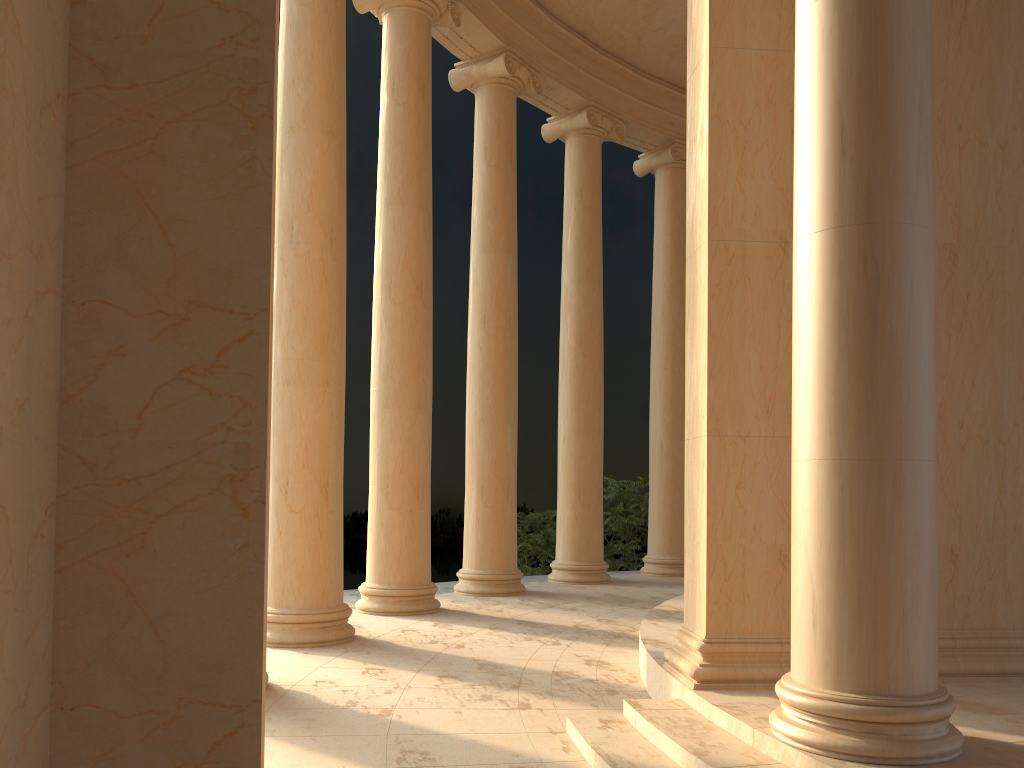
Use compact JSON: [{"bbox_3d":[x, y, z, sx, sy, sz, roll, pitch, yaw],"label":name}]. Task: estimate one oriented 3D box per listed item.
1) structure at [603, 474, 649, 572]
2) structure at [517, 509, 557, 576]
[{"bbox_3d":[213.489,309.573,1609.424,247.160,298.547,238.557,1,-4,-3],"label":"structure"},{"bbox_3d":[25.927,309.600,1520.426,149.206,187.733,156.291,0,-4,7],"label":"structure"}]
